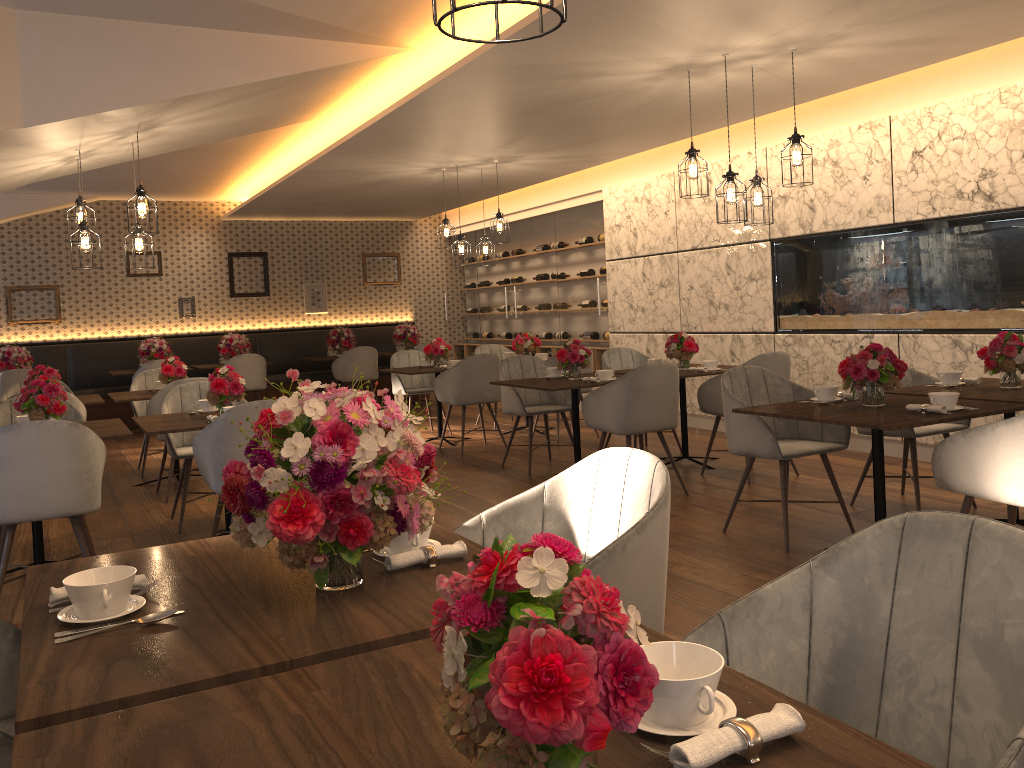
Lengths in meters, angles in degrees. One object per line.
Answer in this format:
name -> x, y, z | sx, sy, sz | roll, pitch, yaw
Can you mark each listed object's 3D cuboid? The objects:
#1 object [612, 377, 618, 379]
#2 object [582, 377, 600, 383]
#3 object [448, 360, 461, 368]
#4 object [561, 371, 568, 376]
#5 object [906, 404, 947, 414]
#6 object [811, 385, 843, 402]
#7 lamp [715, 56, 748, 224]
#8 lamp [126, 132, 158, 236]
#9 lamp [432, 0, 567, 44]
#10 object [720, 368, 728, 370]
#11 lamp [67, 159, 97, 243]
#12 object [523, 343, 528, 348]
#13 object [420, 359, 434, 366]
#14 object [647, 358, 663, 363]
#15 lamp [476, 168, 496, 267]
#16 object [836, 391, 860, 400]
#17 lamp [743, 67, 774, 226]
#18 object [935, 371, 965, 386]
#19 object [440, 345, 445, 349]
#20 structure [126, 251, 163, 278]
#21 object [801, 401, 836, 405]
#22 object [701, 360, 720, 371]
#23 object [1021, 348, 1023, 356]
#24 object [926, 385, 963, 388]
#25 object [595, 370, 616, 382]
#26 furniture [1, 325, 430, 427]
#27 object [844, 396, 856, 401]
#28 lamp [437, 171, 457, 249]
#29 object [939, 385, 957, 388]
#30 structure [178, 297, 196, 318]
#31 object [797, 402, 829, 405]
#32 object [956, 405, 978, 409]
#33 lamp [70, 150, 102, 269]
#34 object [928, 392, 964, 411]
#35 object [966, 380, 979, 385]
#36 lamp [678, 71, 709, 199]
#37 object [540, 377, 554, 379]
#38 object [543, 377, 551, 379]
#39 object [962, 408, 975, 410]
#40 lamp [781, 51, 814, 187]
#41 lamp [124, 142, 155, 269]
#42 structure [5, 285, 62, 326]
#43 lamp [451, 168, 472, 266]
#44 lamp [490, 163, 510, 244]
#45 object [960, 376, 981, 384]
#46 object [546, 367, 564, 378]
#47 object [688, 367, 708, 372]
object -> 0.728, -0.038, 6.110 | 0.043, 0.015, 0.197 | -6, 6, -31
object -> 0.536, -0.030, 5.986 | 0.056, 0.039, 0.176 | -5, 5, -28
object -> -0.520, -0.184, 8.233 | 0.148, 0.072, 0.149 | 1, 5, 40
object -> 0.421, -0.077, 6.615 | 0.056, 0.039, 0.176 | -5, 5, -28
object -> 1.736, 0.102, 3.709 | 0.056, 0.039, 0.176 | -5, 5, -28
object -> 1.520, 0.048, 4.284 | 0.148, 0.072, 0.149 | -2, 4, 15
lamp -> 1.236, -1.976, 5.144 | 0.175, 2.067, 0.175 | -4, 2, -26
lamp -> -2.372, -1.974, 5.547 | 0.175, 2.067, 0.175 | -4, 2, -26
lamp -> -0.067, -1.528, 1.196 | 0.175, 2.067, 0.175 | -4, 2, -26
object -> 1.539, -0.115, 6.538 | 0.043, 0.015, 0.197 | -6, 6, -31
lamp -> -2.907, -1.974, 5.865 | 0.175, 2.067, 0.175 | -4, 2, -26
object -> 0.129, -0.384, 8.845 | 0.049, 0.052, 0.077 | -4, 4, -18
object -> -0.836, -0.212, 8.754 | 0.148, 0.072, 0.149 | 1, 5, 40
object -> 1.132, -0.161, 6.989 | 0.148, 0.072, 0.149 | 1, 5, 40
lamp -> -0.304, -2.204, 8.762 | 0.175, 2.067, 0.175 | -4, 2, -26
object -> 1.621, 0.055, 4.338 | 0.056, 0.039, 0.176 | -5, 5, -28
lamp -> 1.464, -2.009, 5.407 | 0.175, 2.067, 0.175 | -4, 2, -26
object -> 2.331, -0.029, 4.712 | 0.148, 0.072, 0.149 | -2, 4, 15
object -> -0.678, -0.348, 8.441 | 0.077, 0.052, 0.046 | -1, 3, 24
structure -> -4.853, -1.582, 11.682 | 0.449, 0.344, 0.016 | -5, 2, -28
object -> 1.465, 0.090, 4.225 | 0.022, 0.004, 0.211 | -5, 5, -27
object -> 1.447, -0.133, 6.467 | 0.148, 0.072, 0.149 | 1, 5, 40
object -> 2.510, -0.157, 4.374 | 0.076, 0.052, 0.048 | 0, 4, 42
object -> 2.277, 0.013, 4.653 | 0.022, 0.004, 0.211 | -5, 5, -27
object -> 0.636, -0.056, 6.039 | 0.148, 0.072, 0.149 | 1, 5, 40
furniture -> -4.461, -0.051, 11.560 | 7.101, 1.080, 0.541 | -5, 3, -28
object -> 1.596, 0.065, 4.313 | 0.025, 0.024, 0.193 | -5, 5, -28
lamp -> -0.695, -2.380, 8.785 | 0.175, 2.067, 0.175 | -4, 2, -26
object -> 2.242, 0.010, 4.643 | 0.043, 0.015, 0.197 | -6, 6, -31
structure -> -4.376, -1.029, 11.931 | 0.216, 0.277, 0.018 | -4, 2, -28
object -> 1.430, 0.087, 4.215 | 0.043, 0.015, 0.197 | -6, 6, -31
object -> 1.928, 0.094, 3.833 | 0.043, 0.015, 0.197 | -6, 6, -31
lamp -> -2.744, -1.764, 5.580 | 0.175, 2.067, 0.175 | -4, 2, -26
object -> 1.835, 0.076, 3.762 | 0.148, 0.072, 0.149 | -2, 4, 15
object -> 2.407, -0.011, 4.741 | 0.025, 0.024, 0.193 | -5, 5, -28
lamp -> 1.073, -2.186, 5.429 | 0.175, 2.067, 0.175 | -4, 2, -26
object -> 0.265, -0.042, 6.502 | 0.022, 0.004, 0.211 | -5, 5, -27
object -> 0.231, -0.046, 6.492 | 0.043, 0.015, 0.197 | -6, 6, -31
object -> 1.894, 0.102, 3.823 | 0.022, 0.004, 0.211 | -5, 5, -27
lamp -> 1.607, -2.185, 5.111 | 0.175, 2.067, 0.175 | -4, 2, -26
lamp -> -2.516, -1.798, 5.843 | 0.175, 2.067, 0.175 | -4, 2, -26
structure -> -5.984, -0.989, 11.075 | 0.602, 0.484, 0.032 | -5, 2, -28
lamp -> -0.533, -2.171, 8.499 | 0.175, 2.067, 0.175 | -4, 2, -26
lamp -> -0.161, -2.380, 8.467 | 0.175, 2.067, 0.175 | -4, 2, -26
object -> 2.433, -0.022, 4.765 | 0.056, 0.039, 0.176 | -5, 5, -28
object -> 0.320, -0.085, 6.561 | 0.148, 0.072, 0.149 | 1, 5, 40
object -> 1.347, -0.107, 6.414 | 0.056, 0.039, 0.176 | -5, 5, -28
